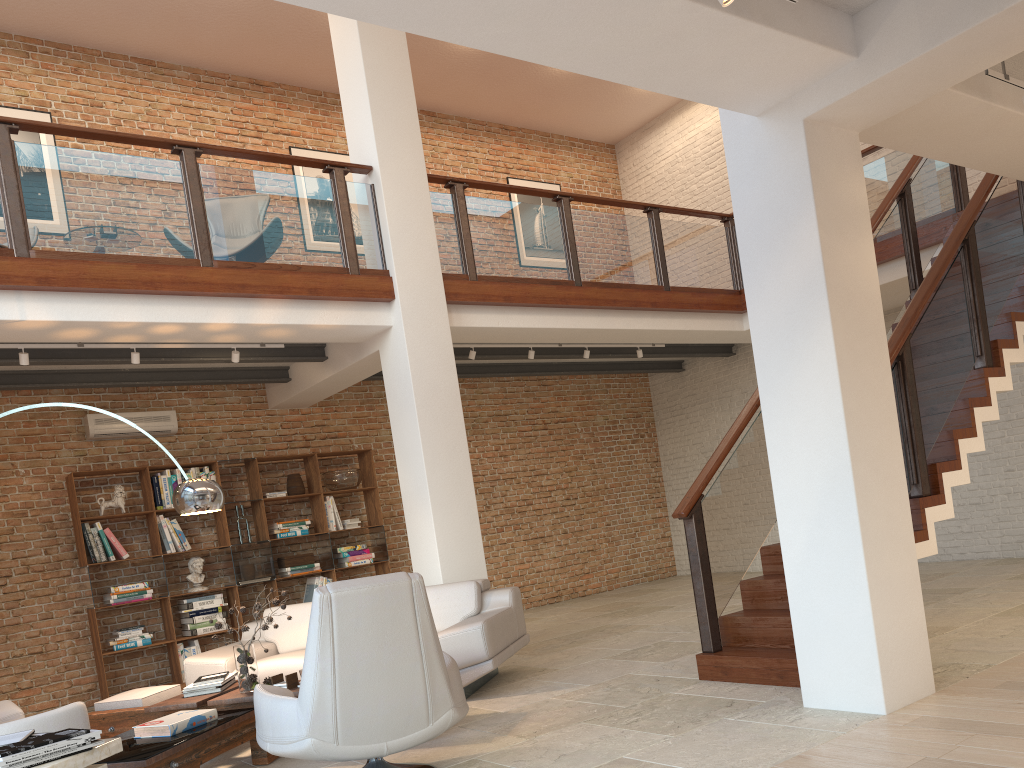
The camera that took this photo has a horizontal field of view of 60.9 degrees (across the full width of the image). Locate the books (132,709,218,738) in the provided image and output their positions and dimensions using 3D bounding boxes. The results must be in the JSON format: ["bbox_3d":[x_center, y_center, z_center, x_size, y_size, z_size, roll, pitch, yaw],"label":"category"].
[{"bbox_3d":[-1.725,1.741,4.477,0.258,0.056,0.326,-12,-9,23],"label":"books"}]

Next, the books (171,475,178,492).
[{"bbox_3d":[-3.339,1.072,8.578,0.055,0.327,0.259,-9,-2,-37],"label":"books"}]

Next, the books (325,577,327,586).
[{"bbox_3d":[-2.066,2.269,9.407,0.096,0.352,0.277,-9,-2,-37],"label":"books"}]

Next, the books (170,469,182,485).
[{"bbox_3d":[-3.294,1.039,8.589,0.036,0.381,0.248,-10,-1,-37],"label":"books"}]

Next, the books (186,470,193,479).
[{"bbox_3d":[-3.200,1.051,8.669,0.020,0.357,0.277,-10,-1,-37],"label":"books"}]

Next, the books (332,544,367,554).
[{"bbox_3d":[-1.801,1.824,9.639,0.324,0.055,0.260,-4,-10,-26],"label":"books"}]

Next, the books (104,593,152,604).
[{"bbox_3d":[-3.639,2.033,8.252,0.376,0.036,0.249,-1,-12,-41],"label":"books"}]

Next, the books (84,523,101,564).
[{"bbox_3d":[-3.924,1.487,8.114,0.090,0.382,0.248,-9,-1,-37],"label":"books"}]

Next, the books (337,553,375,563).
[{"bbox_3d":[-1.729,1.931,9.670,0.324,0.055,0.260,-1,-11,-41],"label":"books"}]

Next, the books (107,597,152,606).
[{"bbox_3d":[-3.631,2.063,8.263,0.352,0.020,0.278,-2,-11,-36],"label":"books"}]

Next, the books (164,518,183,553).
[{"bbox_3d":[-3.345,1.486,8.527,0.123,0.346,0.277,-9,-2,-37],"label":"books"}]

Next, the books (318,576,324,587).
[{"bbox_3d":[-2.116,2.256,9.348,0.159,0.370,0.248,-8,-2,-37],"label":"books"}]

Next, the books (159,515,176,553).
[{"bbox_3d":[-3.384,1.469,8.487,0.102,0.381,0.248,-9,-1,-37],"label":"books"}]

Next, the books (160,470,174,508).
[{"bbox_3d":[-3.373,1.043,8.538,0.036,0.381,0.248,-10,-1,-37],"label":"books"}]

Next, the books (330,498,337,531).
[{"bbox_3d":[-2.006,1.437,9.509,0.020,0.357,0.277,-10,-1,-37],"label":"books"}]

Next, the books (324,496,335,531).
[{"bbox_3d":[-2.025,1.423,9.484,0.036,0.381,0.248,-10,-1,-37],"label":"books"}]

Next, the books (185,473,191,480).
[{"bbox_3d":[-3.220,1.063,8.634,0.055,0.327,0.259,-9,-2,-37],"label":"books"}]

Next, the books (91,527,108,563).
[{"bbox_3d":[-3.890,1.514,8.160,0.101,0.332,0.259,-9,-2,-37],"label":"books"}]

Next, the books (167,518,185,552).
[{"bbox_3d":[-3.333,1.487,8.547,0.123,0.346,0.277,-9,-2,-37],"label":"books"}]

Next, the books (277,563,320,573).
[{"bbox_3d":[-2.266,1.951,9.253,0.376,0.036,0.249,-2,-11,-37],"label":"books"}]

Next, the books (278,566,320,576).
[{"bbox_3d":[-2.269,1.994,9.290,0.376,0.036,0.249,-1,-12,-41],"label":"books"}]

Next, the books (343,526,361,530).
[{"bbox_3d":[-1.790,1.598,9.656,0.169,0.018,0.241,-4,-10,-28],"label":"books"}]

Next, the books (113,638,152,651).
[{"bbox_3d":[-3.597,2.460,8.251,0.324,0.055,0.260,-4,-10,-26],"label":"books"}]

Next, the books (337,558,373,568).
[{"bbox_3d":[-1.741,1.987,9.656,0.323,0.055,0.260,-3,-10,-34],"label":"books"}]

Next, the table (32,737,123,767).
[{"bbox_3d":[-1.863,1.714,3.406,0.498,0.500,0.496,-9,-4,13],"label":"table"}]

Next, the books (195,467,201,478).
[{"bbox_3d":[-3.149,1.036,8.707,0.036,0.381,0.248,-10,-1,-37],"label":"books"}]

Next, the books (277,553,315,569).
[{"bbox_3d":[-2.292,1.876,9.252,0.332,0.118,0.217,-3,-9,-36],"label":"books"}]

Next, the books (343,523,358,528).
[{"bbox_3d":[-1.792,1.569,9.639,0.131,0.033,0.210,-4,-10,-26],"label":"books"}]

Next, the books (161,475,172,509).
[{"bbox_3d":[-3.403,1.070,8.508,0.055,0.327,0.259,-9,-2,-37],"label":"books"}]

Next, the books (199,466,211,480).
[{"bbox_3d":[-3.074,1.034,8.762,0.036,0.381,0.248,-10,-1,-37],"label":"books"}]

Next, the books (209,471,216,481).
[{"bbox_3d":[-3.041,1.063,8.805,0.055,0.327,0.259,-9,-2,-37],"label":"books"}]

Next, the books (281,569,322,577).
[{"bbox_3d":[-2.246,2.019,9.287,0.352,0.020,0.278,-2,-11,-38],"label":"books"}]

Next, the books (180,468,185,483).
[{"bbox_3d":[-3.270,1.040,8.619,0.036,0.381,0.248,-10,-1,-37],"label":"books"}]

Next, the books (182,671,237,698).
[{"bbox_3d":[-1.883,1.867,5.435,0.249,0.074,0.406,-8,-9,-5],"label":"books"}]

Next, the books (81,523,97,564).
[{"bbox_3d":[-3.949,1.486,8.085,0.090,0.382,0.248,-9,-1,-37],"label":"books"}]

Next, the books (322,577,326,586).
[{"bbox_3d":[-2.078,2.265,9.388,0.096,0.352,0.277,-9,-2,-37],"label":"books"}]

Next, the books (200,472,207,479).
[{"bbox_3d":[-3.105,1.061,8.730,0.055,0.327,0.259,-9,-2,-37],"label":"books"}]

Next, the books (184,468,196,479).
[{"bbox_3d":[-3.187,1.040,8.696,0.036,0.381,0.248,-10,-1,-37],"label":"books"}]

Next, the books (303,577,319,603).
[{"bbox_3d":[-2.163,2.263,9.343,0.161,0.370,0.248,-8,-2,-37],"label":"books"}]

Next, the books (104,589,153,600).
[{"bbox_3d":[-3.632,1.995,8.252,0.376,0.036,0.249,0,-12,-42],"label":"books"}]

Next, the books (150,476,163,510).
[{"bbox_3d":[-3.476,1.076,8.478,0.055,0.327,0.259,-9,-2,-37],"label":"books"}]

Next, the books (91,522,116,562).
[{"bbox_3d":[-3.831,1.483,8.166,0.119,0.379,0.248,-9,-1,-37],"label":"books"}]

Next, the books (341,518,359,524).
[{"bbox_3d":[-1.800,1.517,9.637,0.210,0.033,0.131,-17,-12,43],"label":"books"}]

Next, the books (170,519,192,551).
[{"bbox_3d":[-3.285,1.491,8.564,0.156,0.327,0.259,-8,-2,-37],"label":"books"}]

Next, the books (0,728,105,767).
[{"bbox_3d":[-1.940,1.439,3.446,0.579,0.079,0.387,-15,-11,37],"label":"books"}]

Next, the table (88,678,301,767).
[{"bbox_3d":[-1.637,1.950,4.868,2.222,0.425,1.979,-11,-9,14],"label":"table"}]

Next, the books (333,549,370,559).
[{"bbox_3d":[-1.780,1.879,9.651,0.323,0.055,0.260,-2,-11,-36],"label":"books"}]

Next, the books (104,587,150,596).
[{"bbox_3d":[-3.649,1.972,8.266,0.352,0.020,0.278,-2,-11,-38],"label":"books"}]

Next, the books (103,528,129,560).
[{"bbox_3d":[-3.766,1.516,8.240,0.192,0.316,0.259,-8,-3,-37],"label":"books"}]

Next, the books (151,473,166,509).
[{"bbox_3d":[-3.447,1.061,8.499,0.020,0.357,0.277,-10,-1,-37],"label":"books"}]

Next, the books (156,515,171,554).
[{"bbox_3d":[-3.428,1.474,8.484,0.100,0.381,0.248,-9,-1,-37],"label":"books"}]

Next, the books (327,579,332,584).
[{"bbox_3d":[-2.021,2.272,9.422,0.115,0.332,0.259,-9,-2,-37],"label":"books"}]

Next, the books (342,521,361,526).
[{"bbox_3d":[-1.792,1.544,9.646,0.169,0.018,0.241,-3,-11,-33],"label":"books"}]

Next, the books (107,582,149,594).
[{"bbox_3d":[-3.647,1.933,8.268,0.323,0.055,0.260,-3,-10,-34],"label":"books"}]
